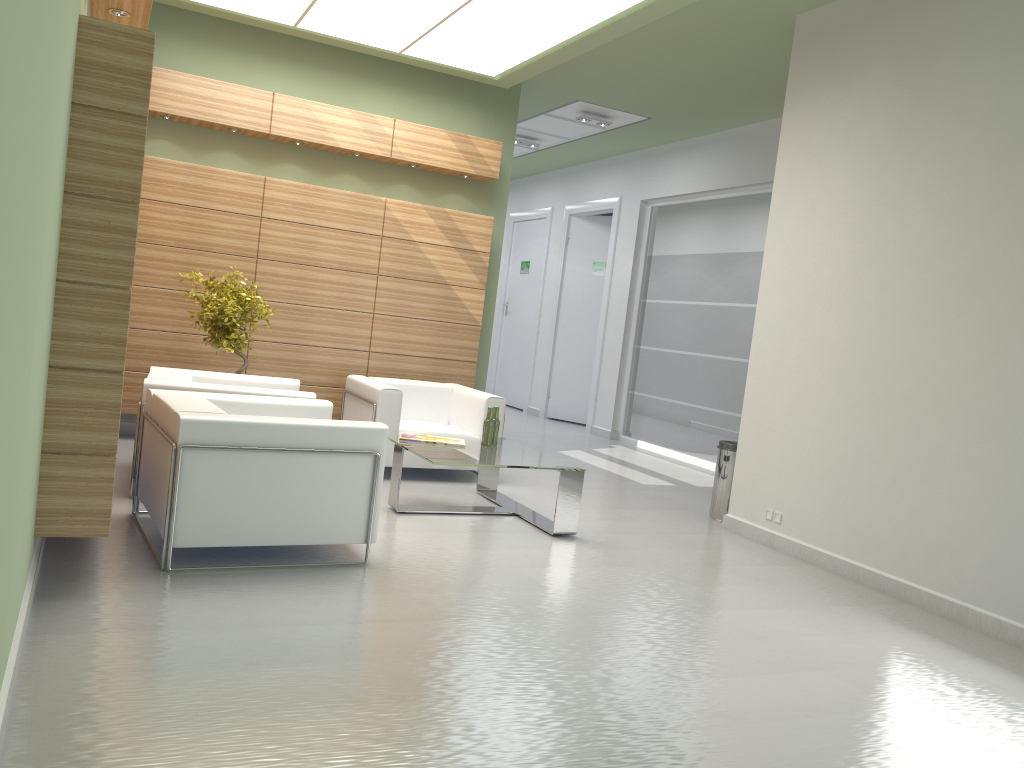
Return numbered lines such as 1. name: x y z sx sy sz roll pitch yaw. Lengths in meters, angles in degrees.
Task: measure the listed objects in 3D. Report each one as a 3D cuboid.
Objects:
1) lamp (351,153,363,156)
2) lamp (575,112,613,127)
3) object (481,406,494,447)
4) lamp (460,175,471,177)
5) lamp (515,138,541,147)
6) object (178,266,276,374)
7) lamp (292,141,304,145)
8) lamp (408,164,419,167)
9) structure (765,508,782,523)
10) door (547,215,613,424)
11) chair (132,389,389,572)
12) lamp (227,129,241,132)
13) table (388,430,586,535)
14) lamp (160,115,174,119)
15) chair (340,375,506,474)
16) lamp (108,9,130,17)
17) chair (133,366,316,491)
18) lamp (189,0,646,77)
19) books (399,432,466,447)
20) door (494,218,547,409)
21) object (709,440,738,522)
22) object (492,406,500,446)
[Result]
1. lamp: -2.347 -3.500 13.433 0.181 0.074 0.181 5 4 -31
2. lamp: 1.565 -5.046 16.863 0.657 0.159 0.286 5 4 -25
3. object: -0.278 0.503 10.463 0.131 0.475 0.131 9 4 29
4. lamp: -0.737 -3.356 14.198 0.181 0.074 0.181 5 4 -31
5. lamp: 0.287 -5.377 19.615 0.657 0.159 0.286 5 4 -25
6. object: -3.851 -0.289 11.625 1.116 2.565 1.201 9 4 33
7. lamp: -3.149 -3.572 13.052 0.181 0.074 0.181 9 4 25
8. lamp: -1.534 -3.427 13.820 0.181 0.074 0.181 9 4 25
9. structure: 3.066 1.544 10.405 0.017 0.118 0.262 5 4 -25
10. door: 2.052 -1.544 21.622 2.089 5.083 0.134 9 4 35
11. chair: -2.326 0.805 8.074 1.802 1.234 1.894 5 4 -30
12. lamp: -3.968 -3.646 12.662 0.181 0.074 0.181 5 4 -31
13. table: -0.502 1.103 10.287 1.783 0.742 2.197 5 4 -25
14. lamp: -4.777 -3.718 12.278 0.181 0.074 0.181 5 4 -31
15. chair: -1.319 0.628 12.698 1.894 1.234 1.802 5 4 -25
16. lamp: -3.425 -3.262 7.736 0.181 0.074 0.181 4 5 -42
17. chair: -3.285 0.553 10.177 1.769 1.234 1.894 6 4 -20
18. lamp: -1.249 -4.768 10.321 4.571 0.325 5.060 5 4 -25
19. books: -0.934 0.654 10.422 0.762 0.025 0.508 7 4 -5
20. door: 0.182 -1.940 24.261 0.250 5.083 2.089 5 4 -25
21. object: 2.912 1.292 11.783 0.482 1.027 0.483 10 5 36
22. object: -0.212 0.500 10.628 0.131 0.475 0.131 9 4 29
